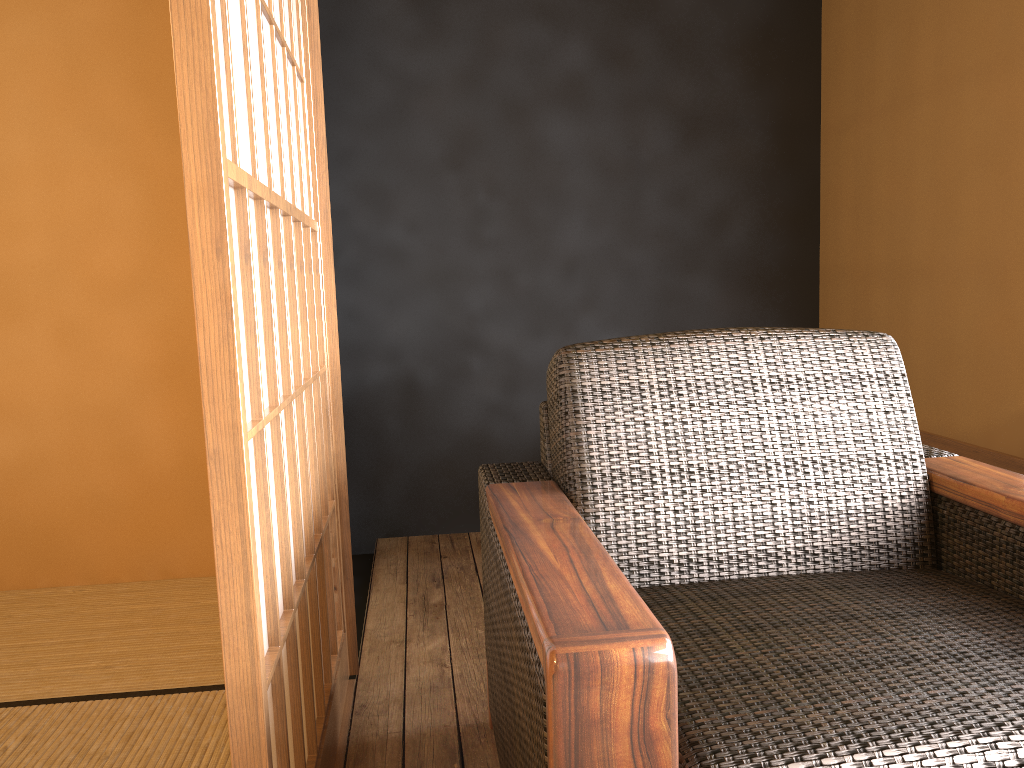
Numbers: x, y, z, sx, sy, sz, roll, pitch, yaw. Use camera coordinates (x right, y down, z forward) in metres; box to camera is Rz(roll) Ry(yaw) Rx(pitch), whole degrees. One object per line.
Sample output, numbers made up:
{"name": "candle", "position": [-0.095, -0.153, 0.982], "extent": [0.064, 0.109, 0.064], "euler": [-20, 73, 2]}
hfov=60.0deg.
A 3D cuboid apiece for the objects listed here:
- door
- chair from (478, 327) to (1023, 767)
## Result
{"name": "door", "position": [-0.369, -0.250, 1.395], "extent": [0.040, 1.939, 0.990], "euler": [-3, 7, -6]}
{"name": "chair", "position": [0.424, 0.321, 1.301], "extent": [0.872, 0.781, 0.941], "euler": [-3, 7, -6]}
